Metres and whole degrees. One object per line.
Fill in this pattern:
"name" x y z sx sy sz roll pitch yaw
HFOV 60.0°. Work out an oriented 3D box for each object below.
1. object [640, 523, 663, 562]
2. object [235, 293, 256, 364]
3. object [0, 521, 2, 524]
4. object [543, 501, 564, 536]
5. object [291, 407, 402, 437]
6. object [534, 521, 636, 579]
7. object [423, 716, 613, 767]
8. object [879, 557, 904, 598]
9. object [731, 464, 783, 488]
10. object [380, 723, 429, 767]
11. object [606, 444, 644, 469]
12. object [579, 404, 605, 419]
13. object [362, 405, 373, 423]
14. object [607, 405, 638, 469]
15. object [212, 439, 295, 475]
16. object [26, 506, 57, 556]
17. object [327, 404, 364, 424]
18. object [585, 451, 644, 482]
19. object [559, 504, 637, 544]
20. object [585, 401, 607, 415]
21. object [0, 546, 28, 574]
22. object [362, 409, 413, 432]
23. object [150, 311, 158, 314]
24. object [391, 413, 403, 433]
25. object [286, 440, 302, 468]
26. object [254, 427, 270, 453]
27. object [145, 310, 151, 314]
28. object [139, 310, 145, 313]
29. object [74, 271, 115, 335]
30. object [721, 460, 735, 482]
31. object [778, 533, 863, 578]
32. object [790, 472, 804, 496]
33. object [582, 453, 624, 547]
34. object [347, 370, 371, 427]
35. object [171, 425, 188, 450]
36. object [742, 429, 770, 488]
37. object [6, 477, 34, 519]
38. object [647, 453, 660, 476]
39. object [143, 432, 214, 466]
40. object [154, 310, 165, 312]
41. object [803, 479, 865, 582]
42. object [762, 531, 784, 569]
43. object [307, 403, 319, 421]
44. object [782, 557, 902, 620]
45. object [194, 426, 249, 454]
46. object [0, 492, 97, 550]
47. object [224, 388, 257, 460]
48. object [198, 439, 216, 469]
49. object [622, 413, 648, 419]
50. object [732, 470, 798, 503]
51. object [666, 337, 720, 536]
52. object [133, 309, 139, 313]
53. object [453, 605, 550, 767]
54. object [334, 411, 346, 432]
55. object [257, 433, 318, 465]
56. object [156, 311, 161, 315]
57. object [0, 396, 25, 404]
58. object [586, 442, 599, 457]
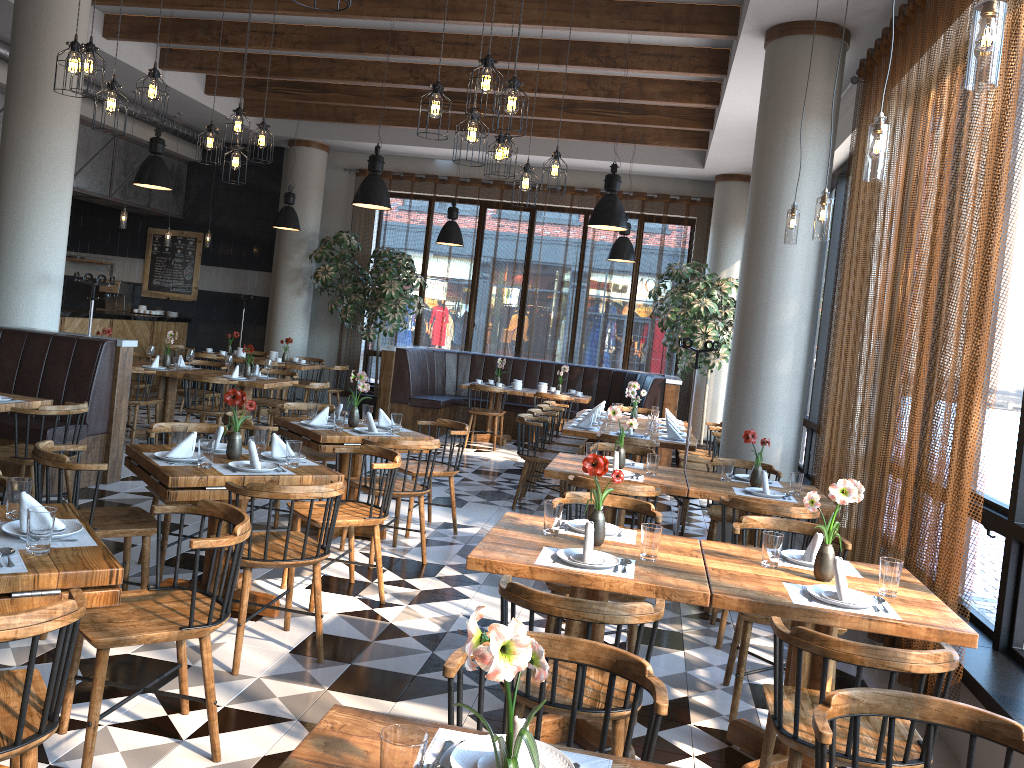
"object" 0.525 0.604 3.369 0.080 0.132 0.080 6 2 -6
"object" -4.266 -0.585 13.898 0.375 1.657 0.374 7 1 32
"object" -1.873 0.367 2.895 0.351 0.137 0.273 4 4 -36
"object" 0.165 0.549 3.609 0.080 0.132 0.080 6 2 -6
"object" -1.147 0.244 6.130 0.581 0.137 0.579 4 4 -36
"object" 0.279 0.582 3.236 0.352 0.137 0.272 7 3 9
"object" 0.011 0.654 1.629 0.352 0.137 0.272 7 3 9
"object" 1.376 0.706 3.230 0.080 0.132 0.080 8 3 44
"object" 1.584 0.565 5.790 0.352 0.137 0.272 7 3 9
"object" -0.185 0.645 1.467 0.080 0.132 0.080 6 2 -6
"object" 0.713 0.461 5.932 0.352 0.137 0.272 7 3 9
"object" 0.855 0.272 9.185 0.272 0.137 0.352 7 3 9
"object" -1.078 0.225 6.591 0.080 0.132 0.080 6 2 -16
"object" 0.694 0.341 5.693 0.206 0.400 0.147 5 2 -27
"object" -1.258 0.346 4.303 0.351 0.137 0.273 4 4 -36
"object" -1.404 0.438 2.634 0.080 0.132 0.080 7 2 24
"object" -1.284 0.205 6.505 0.351 0.137 0.273 4 4 -36
"object" 0.633 0.485 5.405 0.352 0.137 0.272 7 3 9
"object" 0.359 0.558 3.763 0.352 0.137 0.272 7 3 9
"object" 0.948 0.246 9.755 0.272 0.137 0.352 7 3 9
"object" -1.555 0.429 2.463 0.351 0.137 0.273 4 4 -36
"object" -0.912 0.250 6.447 0.271 0.137 0.353 4 4 -36
"object" -5.673 -1.120 14.020 0.080 0.066 0.098 7 3 21
"object" -0.816 0.276 6.237 0.080 0.132 0.080 6 2 -16
"object" -1.104 0.355 4.469 0.080 0.132 0.080 7 2 14
"object" -1.366 0.304 4.823 0.080 0.132 0.080 7 2 24
"object" -5.769 -1.131 14.036 0.080 0.066 0.098 7 3 21
"object" -5.865 -1.143 14.051 0.080 0.066 0.098 7 3 21
"object" -3.702 -0.133 7.694 0.374 1.657 0.375 6 1 -13
"object" 1.369 0.554 5.636 0.080 0.132 0.080 8 2 34
"object" 1.231 0.663 3.621 0.352 0.137 0.272 7 3 9
"object" 1.730 0.609 5.396 0.080 0.132 0.080 8 2 34
"object" 0.346 0.460 3.549 0.156 0.355 0.171 6 2 -12
"object" -1.096 0.105 6.313 0.207 0.400 0.146 7 2 29
"object" -1.715 0.283 4.555 0.080 0.132 0.080 7 2 14
"object" 1.512 0.463 5.549 0.171 0.355 0.156 7 2 32
"object" -1.666 0.386 2.988 0.080 0.132 0.080 7 2 24
"object" 0.878 0.506 5.535 0.080 0.132 0.080 6 2 -6
"object" -1.630 0.302 4.360 0.271 0.137 0.353 4 4 -36
"object" -5.730 -1.185 14.398 0.176 0.016 0.175 10 5 44
"object" 1.192 0.545 3.325 0.207 0.400 0.146 7 1 13
"object" 1.016 0.651 3.470 0.080 0.132 0.080 8 3 44
"object" -1.426 0.203 6.324 0.080 0.132 0.080 5 2 -26
"object" 1.151 0.687 3.094 0.352 0.137 0.272 7 3 9
"object" -1.576 0.284 4.734 0.351 0.137 0.273 4 4 -36
"object" -1.500 0.412 2.837 0.271 0.137 0.353 4 4 -36
"object" -1.412 0.204 4.553 0.156 0.355 0.171 6 2 -26
"object" -1.455 0.333 4.213 0.080 0.132 0.080 7 2 14
"object" 1.357 0.289 9.797 0.352 0.137 0.272 7 3 9
"object" 1.504 0.590 5.263 0.352 0.137 0.272 7 3 9
"object" 1.340 0.480 6.780 0.374 1.657 0.375 6 1 -8
"object" -5.961 -1.154 14.067 0.080 0.066 0.098 7 3 21
"object" -0.025 0.535 1.356 0.146 0.400 0.207 6 2 2
"object" -1.166 0.253 5.981 0.080 0.132 0.080 5 2 -26
"object" -1.203 0.329 4.677 0.271 0.137 0.353 4 4 -36
"object" -5.656 -1.125 14.128 0.080 0.066 0.098 7 3 21
"object" -3.314 0.037 5.628 0.272 0.137 0.352 7 3 9
"object" 0.518 0.452 5.775 0.080 0.132 0.080 6 2 -6
